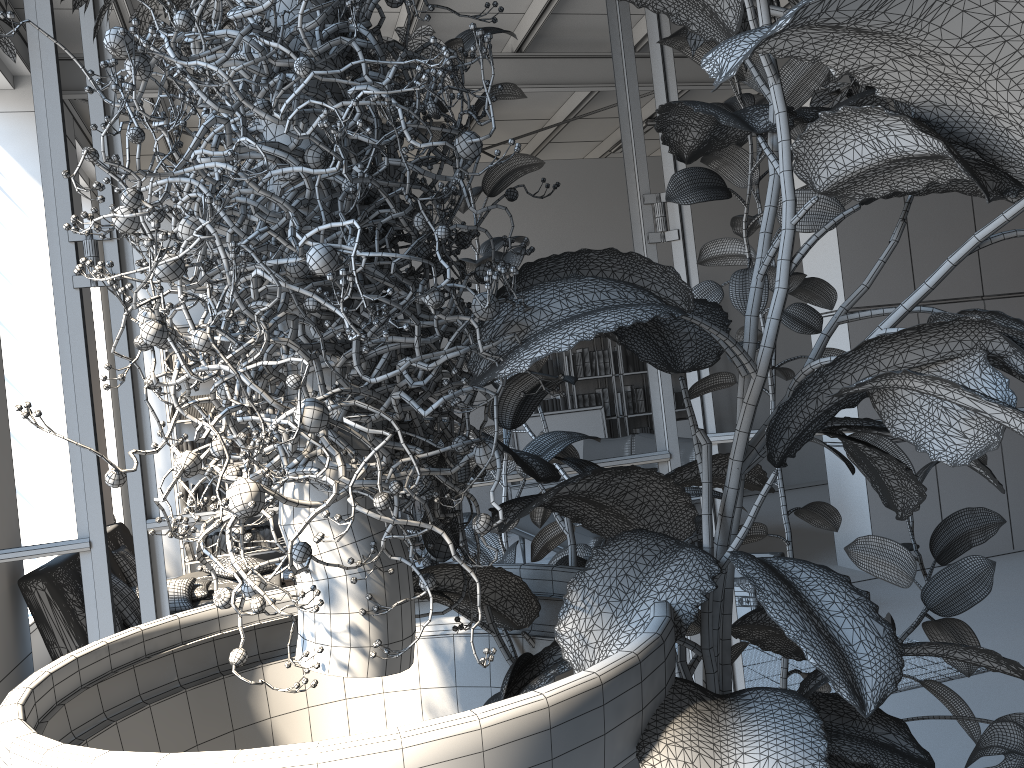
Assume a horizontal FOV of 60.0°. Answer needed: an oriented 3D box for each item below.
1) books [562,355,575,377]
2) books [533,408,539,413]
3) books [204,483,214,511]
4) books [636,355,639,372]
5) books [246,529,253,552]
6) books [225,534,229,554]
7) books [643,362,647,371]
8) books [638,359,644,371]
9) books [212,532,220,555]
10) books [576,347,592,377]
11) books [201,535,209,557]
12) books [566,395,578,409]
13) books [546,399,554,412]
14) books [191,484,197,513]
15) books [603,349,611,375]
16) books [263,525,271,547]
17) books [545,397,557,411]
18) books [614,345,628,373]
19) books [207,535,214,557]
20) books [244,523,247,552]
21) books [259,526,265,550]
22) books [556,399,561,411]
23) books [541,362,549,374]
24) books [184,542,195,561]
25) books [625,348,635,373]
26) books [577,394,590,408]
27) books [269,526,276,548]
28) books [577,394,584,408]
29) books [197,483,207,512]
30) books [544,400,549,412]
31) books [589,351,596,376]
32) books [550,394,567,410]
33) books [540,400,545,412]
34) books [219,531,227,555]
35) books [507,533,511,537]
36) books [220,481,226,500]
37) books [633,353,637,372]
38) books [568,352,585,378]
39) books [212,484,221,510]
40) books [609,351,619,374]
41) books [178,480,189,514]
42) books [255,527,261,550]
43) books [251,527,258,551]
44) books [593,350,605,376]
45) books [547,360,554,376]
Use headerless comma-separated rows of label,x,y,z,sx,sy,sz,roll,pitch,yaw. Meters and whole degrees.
books,0.568,-0.165,8.940,0.057,0.244,0.178,-6,-1,-15
books,0.230,0.300,8.840,0.053,0.229,0.162,-6,-1,-18
books,-2.742,1.026,8.047,0.062,0.265,0.193,-6,-1,-15
books,1.269,-0.227,9.186,0.022,0.227,0.165,-6,-1,-15
books,-2.410,1.436,8.144,0.048,0.182,0.258,-6,-1,-15
books,-2.593,1.452,8.150,0.056,0.197,0.271,-6,-1,-15
books,1.358,-0.245,9.244,0.057,0.244,0.180,-6,-1,-15
books,1.304,-0.240,9.217,0.057,0.244,0.180,-6,-1,-15
books,-2.700,1.464,8.121,0.056,0.197,0.271,-6,-1,-15
books,0.725,-0.213,9.003,0.071,0.303,0.222,-6,-1,-15
books,-2.815,1.475,8.081,0.089,0.183,0.269,-6,-1,-14
books,0.612,0.246,8.993,0.062,0.265,0.193,-6,-1,-15
books,0.364,0.277,8.892,0.054,0.248,0.180,-6,-1,-25
books,-2.870,1.041,8.002,0.084,0.267,0.193,-6,-1,-16
books,0.932,-0.214,9.050,0.062,0.265,0.193,-6,-1,-15
books,-2.262,1.414,8.196,0.049,0.195,0.279,-6,-1,-15
books,0.402,0.269,8.904,0.027,0.258,0.189,-6,-1,-25
books,1.126,-0.254,9.137,0.038,0.304,0.224,-6,-1,-15
books,-2.754,1.479,8.094,0.061,0.179,0.247,-6,-1,-16
books,-2.454,1.408,8.124,0.036,0.247,0.304,-6,-1,-15
books,-2.302,1.418,8.176,0.040,0.196,0.262,-6,-1,-15
books,0.431,0.274,8.917,0.030,0.241,0.194,-6,-1,-28
books,0.302,-0.129,8.911,0.083,0.242,0.178,-6,-1,-15
books,-2.876,1.483,7.907,0.067,0.174,0.240,-6,-1,-16
books,1.186,-0.238,9.188,0.091,0.266,0.195,-6,-1,-15
books,0.733,0.233,9.037,0.062,0.265,0.193,-6,-1,-15
books,-2.216,1.409,8.209,0.047,0.192,0.279,-6,-1,-15
books,0.672,0.239,9.016,0.062,0.265,0.193,-6,-1,-15
books,-2.807,1.033,8.042,0.062,0.265,0.193,-6,-1,-15
books,0.318,0.284,8.877,0.029,0.243,0.168,-6,-1,-30
books,0.798,-0.199,9.023,0.084,0.267,0.193,-6,-1,-14
books,0.475,0.244,8.937,0.048,0.299,0.243,-6,-1,-25
books,0.281,0.287,8.859,0.043,0.245,0.170,-6,-1,-25
books,-2.646,1.458,8.136,0.056,0.197,0.271,-6,-1,-15
books,-0.689,0.439,8.064,2.306,2.162,0.264,-6,-1,-37
books,-2.621,1.014,8.092,0.062,0.265,0.193,-6,-1,-15
books,1.248,-0.225,9.179,0.022,0.227,0.165,-6,-1,-15
books,0.646,-0.184,8.959,0.091,0.265,0.193,-6,-1,-15
books,-2.681,1.020,8.069,0.062,0.265,0.193,-6,-1,-15
books,1.065,-0.214,9.163,0.057,0.244,0.180,-6,-1,-15
books,-2.944,1.026,7.984,0.071,0.303,0.222,-6,-1,-15
books,-2.338,1.422,8.174,0.030,0.192,0.277,-6,-1,-15
books,-2.367,1.422,8.159,0.037,0.192,0.265,-6,-1,-15
books,0.873,-0.208,9.022,0.062,0.265,0.193,-6,-1,-15
books,0.375,-0.127,8.929,0.052,0.223,0.164,-6,-1,-15
